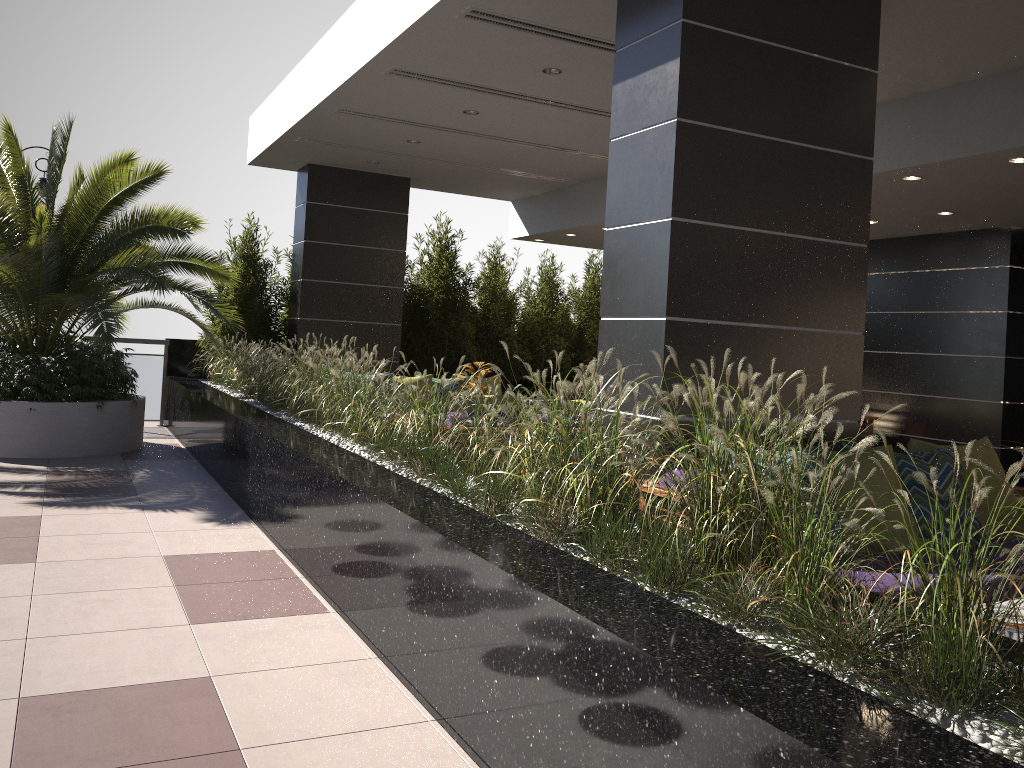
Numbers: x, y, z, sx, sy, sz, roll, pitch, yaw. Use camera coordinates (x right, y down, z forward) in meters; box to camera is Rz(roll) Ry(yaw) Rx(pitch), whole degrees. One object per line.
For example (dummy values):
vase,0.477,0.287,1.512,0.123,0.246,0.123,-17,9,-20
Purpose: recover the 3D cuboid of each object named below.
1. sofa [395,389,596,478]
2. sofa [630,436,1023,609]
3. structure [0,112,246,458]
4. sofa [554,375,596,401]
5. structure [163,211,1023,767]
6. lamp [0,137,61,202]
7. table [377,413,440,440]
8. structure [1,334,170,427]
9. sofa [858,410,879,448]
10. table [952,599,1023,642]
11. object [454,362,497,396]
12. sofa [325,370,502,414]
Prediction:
sofa,0.251,0.504,6.857,2.123,0.920,1.121,2,1,-27
sofa,1.705,0.718,3.969,2.123,0.920,1.121,2,1,-27
structure,-4.606,-1.050,8.678,3.754,3.306,3.798,4,1,16
sofa,1.773,0.349,12.279,2.123,0.920,1.121,2,1,-27
structure,4.537,-0.150,2.296,7.806,3.123,24.764,2,3,-27
lamp,-5.765,-1.189,9.903,1.120,3.331,0.264,4,-1,-27
table,-0.354,0.599,8.020,2.034,0.554,0.943,2,2,-27
structure,-5.849,0.370,0.348,12.899,1.059,17.528,2,3,-27
sofa,2.928,0.519,9.986,2.123,0.920,1.121,2,1,-27
table,2.362,0.998,2.627,2.034,0.554,0.943,2,2,-27
object,-0.325,0.060,8.030,0.430,0.527,0.425,3,0,-10
sofa,-0.904,0.334,9.151,2.123,0.920,1.121,2,1,-27
